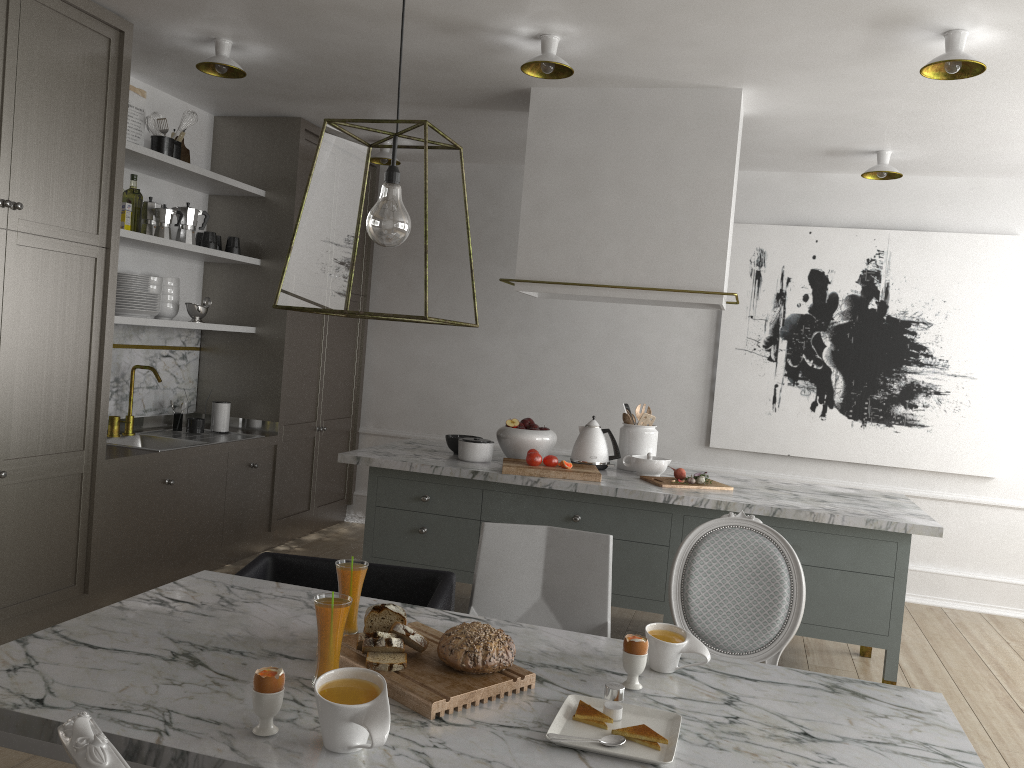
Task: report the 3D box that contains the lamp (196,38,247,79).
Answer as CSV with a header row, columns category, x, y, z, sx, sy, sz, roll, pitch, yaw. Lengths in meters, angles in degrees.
category,x,y,z,sx,sy,sz,roll,pitch,yaw
lamp,-1.178,-1.329,3.606,0.197,0.130,0.197,3,3,-40

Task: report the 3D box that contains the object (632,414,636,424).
category,x,y,z,sx,sy,sz,roll,pitch,yaw
object,0.574,0.260,4.101,0.114,0.247,0.050,6,2,20

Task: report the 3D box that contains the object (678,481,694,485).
category,x,y,z,sx,sy,sz,roll,pitch,yaw
object,0.712,0.405,3.636,0.043,0.008,0.059,3,3,-33

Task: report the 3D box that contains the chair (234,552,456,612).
category,x,y,z,sx,sy,sz,roll,pitch,yaw
chair,-0.480,0.806,2.342,0.569,0.597,0.609,5,2,5

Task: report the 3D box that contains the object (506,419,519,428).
category,x,y,z,sx,sy,sz,roll,pitch,yaw
object,0.001,0.178,3.959,0.061,0.048,0.054,4,2,-22

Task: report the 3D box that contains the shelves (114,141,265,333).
category,x,y,z,sx,sy,sz,roll,pitch,yaw
shelves,-1.720,-0.670,4.249,0.352,0.775,1.339,5,2,15

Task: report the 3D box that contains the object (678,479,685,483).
category,x,y,z,sx,sy,sz,roll,pitch,yaw
object,0.697,0.399,3.647,0.030,0.017,0.013,6,3,24

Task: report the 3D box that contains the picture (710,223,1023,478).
category,x,y,z,sx,sy,sz,roll,pitch,yaw
picture,1.967,-0.213,5.017,1.545,1.315,0.039,5,2,15

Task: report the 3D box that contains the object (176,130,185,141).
category,x,y,z,sx,sy,sz,roll,pitch,yaw
object,-1.661,-1.170,4.377,0.016,0.191,0.106,6,3,25

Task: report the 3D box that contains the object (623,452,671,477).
category,x,y,z,sx,sy,sz,roll,pitch,yaw
object,0.595,0.346,3.879,0.172,0.110,0.159,3,3,-30

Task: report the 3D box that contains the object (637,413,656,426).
category,x,y,z,sx,sy,sz,roll,pitch,yaw
object,0.561,0.257,4.006,0.149,0.262,0.054,6,3,30

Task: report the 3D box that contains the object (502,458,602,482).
category,x,y,z,sx,sy,sz,roll,pitch,yaw
object,0.160,0.357,3.705,0.400,0.030,0.290,5,2,0

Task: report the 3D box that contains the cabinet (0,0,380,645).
category,x,y,z,sx,sy,sz,roll,pitch,yaw
cabinet,-2.124,-0.265,3.333,0.947,2.377,5.433,5,2,15

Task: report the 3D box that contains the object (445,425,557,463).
category,x,y,z,sx,sy,sz,roll,pitch,yaw
object,-0.051,0.263,4.016,0.491,0.156,0.364,4,2,-8

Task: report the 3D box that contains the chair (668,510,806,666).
category,x,y,z,sx,sy,sz,roll,pitch,yaw
chair,0.537,0.770,2.265,0.480,0.833,0.505,5,2,12

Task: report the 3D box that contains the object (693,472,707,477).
category,x,y,z,sx,sy,sz,roll,pitch,yaw
object,0.800,0.392,3.765,0.057,0.039,0.049,5,2,12

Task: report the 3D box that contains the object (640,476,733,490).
category,x,y,z,sx,sy,sz,roll,pitch,yaw
object,0.726,0.414,3.705,0.330,0.012,0.220,4,2,-15

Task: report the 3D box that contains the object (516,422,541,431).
category,x,y,z,sx,sy,sz,roll,pitch,yaw
object,0.062,0.214,3.985,0.154,0.074,0.135,5,2,11

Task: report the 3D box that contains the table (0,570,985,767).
category,x,y,z,sx,sy,sz,roll,pitch,yaw
table,-0.089,0.867,1.690,1.781,0.583,0.870,5,2,15

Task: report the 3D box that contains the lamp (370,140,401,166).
category,x,y,z,sx,sy,sz,roll,pitch,yaw
lamp,-0.747,-1.358,5.197,0.197,0.130,0.197,6,2,20

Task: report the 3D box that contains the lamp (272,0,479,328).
category,x,y,z,sx,sy,sz,roll,pitch,yaw
lamp,-0.211,-0.680,1.726,0.584,1.108,0.584,6,3,30

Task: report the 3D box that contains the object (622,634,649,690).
category,x,y,z,sx,sy,sz,roll,pitch,yaw
object,0.241,0.546,1.748,0.050,0.101,0.050,6,2,22

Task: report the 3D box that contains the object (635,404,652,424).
category,x,y,z,sx,sy,sz,roll,pitch,yaw
object,0.584,0.239,4.102,0.056,0.296,0.131,6,3,34

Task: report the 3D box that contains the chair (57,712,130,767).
category,x,y,z,sx,sy,sz,roll,pitch,yaw
chair,-0.271,0.752,1.036,0.505,0.833,0.480,3,3,-43

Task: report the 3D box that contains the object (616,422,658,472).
category,x,y,z,sx,sy,sz,roll,pitch,yaw
object,0.574,0.287,4.054,0.174,0.208,0.174,6,3,32

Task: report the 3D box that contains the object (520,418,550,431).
category,x,y,z,sx,sy,sz,roll,pitch,yaw
object,0.107,0.204,4.023,0.167,0.091,0.071,7,3,40

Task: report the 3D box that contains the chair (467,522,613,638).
category,x,y,z,sx,sy,sz,roll,pitch,yaw
chair,0.048,0.776,2.309,0.470,0.745,0.439,5,2,5

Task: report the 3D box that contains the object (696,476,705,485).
category,x,y,z,sx,sy,sz,roll,pitch,yaw
object,0.778,0.396,3.657,0.035,0.036,0.037,5,2,3

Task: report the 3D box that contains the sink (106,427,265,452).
category,x,y,z,sx,sy,sz,roll,pitch,yaw
sink,-1.665,0.349,4.372,0.475,0.174,0.877,5,2,15

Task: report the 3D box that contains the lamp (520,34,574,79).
category,x,y,z,sx,sy,sz,roll,pitch,yaw
lamp,0.134,-1.205,3.253,0.197,0.130,0.197,3,3,-40

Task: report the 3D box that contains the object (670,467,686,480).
category,x,y,z,sx,sy,sz,roll,pitch,yaw
object,0.702,0.378,3.746,0.050,0.051,0.090,4,2,-22

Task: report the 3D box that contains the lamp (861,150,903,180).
category,x,y,z,sx,sy,sz,roll,pitch,yaw
lamp,1.877,-1.109,4.490,0.197,0.130,0.197,5,2,0

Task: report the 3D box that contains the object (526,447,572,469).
category,x,y,z,sx,sy,sz,roll,pitch,yaw
object,0.157,0.305,3.690,0.194,0.079,0.135,5,2,4

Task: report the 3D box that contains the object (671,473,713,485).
category,x,y,z,sx,sy,sz,roll,pitch,yaw
object,0.722,0.394,3.667,0.224,0.058,0.116,3,3,-39

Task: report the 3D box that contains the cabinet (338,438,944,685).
category,x,y,z,sx,sy,sz,roll,pitch,yaw
cabinet,0.481,0.753,3.886,2.360,0.721,0.870,5,2,15

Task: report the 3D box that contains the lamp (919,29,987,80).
category,x,y,z,sx,sy,sz,roll,pitch,yaw
lamp,1.446,-1.081,2.899,0.197,0.130,0.197,4,2,-10

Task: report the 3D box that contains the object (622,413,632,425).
category,x,y,z,sx,sy,sz,roll,pitch,yaw
object,0.553,0.260,4.030,0.117,0.251,0.061,5,2,-5

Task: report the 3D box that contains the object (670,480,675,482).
category,x,y,z,sx,sy,sz,roll,pitch,yaw
object,0.660,0.399,3.649,0.028,0.010,0.015,4,2,-11

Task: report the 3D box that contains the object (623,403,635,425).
category,x,y,z,sx,sy,sz,roll,pitch,yaw
object,0.570,0.241,4.059,0.141,0.290,0.064,6,3,29

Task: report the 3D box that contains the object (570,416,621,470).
category,x,y,z,sx,sy,sz,roll,pitch,yaw
object,0.365,0.260,3.960,0.178,0.236,0.204,3,3,-38

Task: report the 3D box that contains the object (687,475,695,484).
category,x,y,z,sx,sy,sz,roll,pitch,yaw
object,0.739,0.391,3.652,0.033,0.037,0.034,4,2,-7
